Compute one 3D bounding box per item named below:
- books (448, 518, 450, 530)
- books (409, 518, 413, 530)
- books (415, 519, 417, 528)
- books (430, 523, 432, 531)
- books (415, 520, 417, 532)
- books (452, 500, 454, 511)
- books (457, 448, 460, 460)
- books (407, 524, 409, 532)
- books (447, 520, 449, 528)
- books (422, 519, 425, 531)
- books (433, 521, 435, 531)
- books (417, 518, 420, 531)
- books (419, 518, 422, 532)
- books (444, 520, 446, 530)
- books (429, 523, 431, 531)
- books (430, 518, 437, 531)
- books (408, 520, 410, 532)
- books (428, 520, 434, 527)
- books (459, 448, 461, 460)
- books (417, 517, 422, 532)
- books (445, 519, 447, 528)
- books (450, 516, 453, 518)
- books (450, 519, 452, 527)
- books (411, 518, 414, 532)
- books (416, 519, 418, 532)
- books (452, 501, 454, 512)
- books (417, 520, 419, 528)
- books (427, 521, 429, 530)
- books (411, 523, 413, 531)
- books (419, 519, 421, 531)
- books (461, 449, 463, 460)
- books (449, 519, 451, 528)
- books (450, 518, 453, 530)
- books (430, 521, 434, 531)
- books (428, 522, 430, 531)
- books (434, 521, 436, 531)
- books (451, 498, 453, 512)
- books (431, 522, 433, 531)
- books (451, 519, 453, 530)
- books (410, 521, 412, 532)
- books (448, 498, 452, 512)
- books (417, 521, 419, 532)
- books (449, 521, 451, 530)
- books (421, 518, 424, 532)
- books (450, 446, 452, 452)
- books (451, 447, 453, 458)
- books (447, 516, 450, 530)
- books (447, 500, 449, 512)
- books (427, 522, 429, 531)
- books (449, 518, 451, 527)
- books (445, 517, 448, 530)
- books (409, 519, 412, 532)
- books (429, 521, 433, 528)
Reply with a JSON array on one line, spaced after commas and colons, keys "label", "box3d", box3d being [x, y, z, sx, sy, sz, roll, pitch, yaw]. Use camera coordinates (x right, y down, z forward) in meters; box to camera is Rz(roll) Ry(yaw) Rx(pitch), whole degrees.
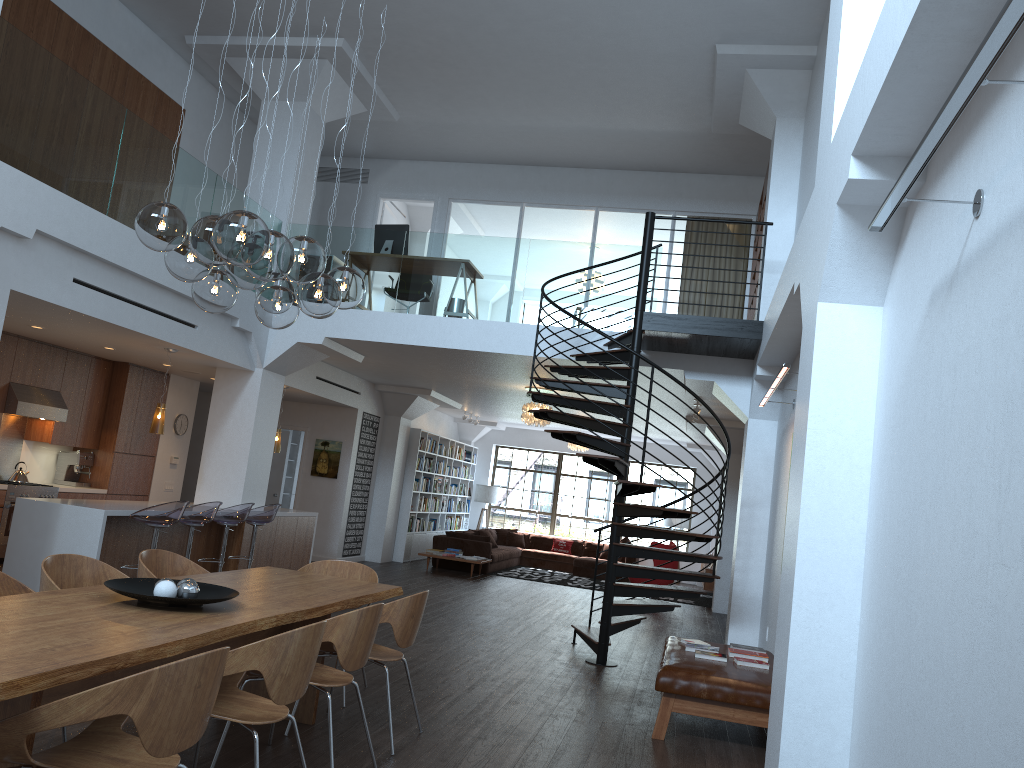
[{"label": "books", "box3d": [-1.417, 2.954, 18.750, 0.183, 0.253, 0.034, 6, -7, 12]}, {"label": "books", "box3d": [-1.921, 2.580, 16.270, 0.183, 0.253, 0.042, 6, -7, 12]}, {"label": "books", "box3d": [-1.872, 2.618, 16.517, 0.160, 0.251, 0.031, 6, -7, 12]}, {"label": "books", "box3d": [-1.651, 2.818, 17.529, 0.106, 0.162, 0.032, 6, -7, 12]}, {"label": "books", "box3d": [-1.858, 2.637, 16.543, 0.161, 0.223, 0.032, 6, -7, 12]}, {"label": "books", "box3d": [-1.333, 2.613, 18.992, 0.170, 0.251, 0.118, 6, -7, 12]}, {"label": "books", "box3d": [-1.216, 1.494, 19.023, 0.171, 0.246, 0.057, 6, -7, 12]}, {"label": "books", "box3d": [-1.957, 2.554, 16.089, 0.160, 0.251, 0.031, 6, -7, 12]}, {"label": "books", "box3d": [-1.427, 2.958, 18.666, 0.161, 0.223, 0.026, 6, -7, 12]}, {"label": "books", "box3d": [-1.769, 2.701, 17.016, 0.174, 0.236, 0.142, 6, -7, 12]}, {"label": "books", "box3d": [-1.620, 2.825, 17.718, 0.146, 0.202, 0.027, 6, -7, 12]}, {"label": "books", "box3d": [-1.835, 2.642, 16.699, 0.183, 0.253, 0.042, 6, -7, 12]}, {"label": "books", "box3d": [-1.813, 2.662, 16.807, 0.160, 0.251, 0.039, 6, -7, 12]}, {"label": "books", "box3d": [-1.478, 2.920, 18.486, 0.174, 0.240, 0.045, 6, -7, 12]}, {"label": "books", "box3d": [-1.668, 2.812, 17.467, 0.110, 0.153, 0.019, 6, -7, 12]}, {"label": "books", "box3d": [-1.593, 2.834, 17.884, 0.140, 0.231, 0.042, 6, -7, 12]}, {"label": "books", "box3d": [-1.944, 2.572, 16.115, 0.161, 0.223, 0.032, 6, -7, 12]}, {"label": "books", "box3d": [-1.633, 2.820, 17.694, 0.146, 0.202, 0.027, 6, -7, 12]}, {"label": "books", "box3d": [-1.201, 1.502, 19.104, 0.183, 0.253, 0.034, 6, -7, 12]}, {"label": "books", "box3d": [-1.807, 2.663, 16.847, 0.180, 0.259, 0.042, 6, -7, 12]}, {"label": "books", "box3d": [-1.466, 2.934, 18.550, 0.168, 0.231, 0.037, 6, -7, 12]}, {"label": "books", "box3d": [-1.374, 2.969, 18.975, 0.176, 0.290, 0.036, 6, -7, 12]}, {"label": "books", "box3d": [-1.393, 2.983, 18.901, 0.174, 0.240, 0.045, 6, -7, 12]}, {"label": "books", "box3d": [-1.904, 2.592, 16.350, 0.180, 0.251, 0.048, 6, -7, 12]}, {"label": "books", "box3d": [-1.859, 2.638, 16.589, 0.176, 0.231, 0.053, 6, -7, 12]}, {"label": "books", "box3d": [-1.340, 2.609, 18.939, 0.174, 0.242, 0.105, 6, -7, 12]}, {"label": "books", "box3d": [-1.845, 2.649, 16.629, 0.161, 0.223, 0.033, 6, -7, 12]}, {"label": "books", "box3d": [-1.709, 2.766, 17.313, 0.136, 0.196, 0.045, 6, -7, 12]}, {"label": "books", "box3d": [-1.914, 2.600, 16.304, 0.161, 0.223, 0.033, 6, -7, 12]}, {"label": "books", "box3d": [-1.818, 2.658, 16.768, 0.171, 0.246, 0.039, 6, -7, 12]}, {"label": "books", "box3d": [-1.164, 1.527, 19.267, 0.183, 0.253, 0.034, 6, -7, 12]}, {"label": "books", "box3d": [-1.401, 2.969, 18.825, 0.171, 0.246, 0.057, 6, -7, 12]}, {"label": "books", "box3d": [-1.374, 2.983, 18.937, 0.183, 0.253, 0.034, 6, -7, 12]}, {"label": "books", "box3d": [-1.635, 2.821, 17.660, 0.139, 0.191, 0.036, 6, -7, 12]}, {"label": "books", "box3d": [-1.693, 2.786, 17.411, 0.134, 0.184, 0.030, 6, -7, 12]}, {"label": "books", "box3d": [-1.608, 2.837, 17.799, 0.146, 0.202, 0.027, 6, -7, 12]}, {"label": "books", "box3d": [-1.360, 2.572, 18.858, 0.176, 0.293, 0.125, 6, -7, 12]}, {"label": "books", "box3d": [-1.645, 2.823, 17.604, 0.126, 0.173, 0.032, 6, -7, 12]}, {"label": "books", "box3d": [-1.365, 2.992, 19.020, 0.180, 0.259, 0.060, 6, -7, 12]}, {"label": "books", "box3d": [-1.916, 2.590, 16.229, 0.161, 0.223, 0.032, 6, -7, 12]}, {"label": "books", "box3d": [-1.376, 2.563, 18.798, 0.197, 0.290, 0.136, 6, -7, 12]}, {"label": "books", "box3d": [-1.835, 2.663, 16.658, 0.161, 0.223, 0.030, 6, -7, 12]}, {"label": "books", "box3d": [-1.393, 2.987, 18.864, 0.161, 0.223, 0.027, 6, -7, 12]}, {"label": "books", "box3d": [-1.785, 2.679, 16.929, 0.183, 0.253, 0.042, 6, -7, 12]}, {"label": "books", "box3d": [-1.338, 1.403, 18.435, 0.160, 0.251, 0.031, 6, -7, 12]}, {"label": "books", "box3d": [-1.325, 1.422, 18.462, 0.161, 0.223, 0.032, 6, -7, 12]}, {"label": "books", "box3d": [-1.424, 2.929, 18.710, 0.176, 0.290, 0.053, 6, -7, 12]}, {"label": "books", "box3d": [-1.424, 2.538, 18.510, 0.182, 0.255, 0.077, 6, -7, 12]}, {"label": "books", "box3d": [-1.704, 2.769, 17.346, 0.127, 0.200, 0.020, 6, -7, 12]}, {"label": "books", "box3d": [-1.407, 2.959, 18.781, 0.183, 0.253, 0.034, 6, -7, 12]}, {"label": "books", "box3d": [-1.454, 2.915, 18.604, 0.198, 0.284, 0.066, 6, -7, 12]}, {"label": "books", "box3d": [-1.934, 2.571, 16.158, 0.174, 0.240, 0.054, 6, -7, 12]}, {"label": "books", "box3d": [-1.639, 2.824, 17.631, 0.128, 0.178, 0.021, 6, -7, 12]}]
